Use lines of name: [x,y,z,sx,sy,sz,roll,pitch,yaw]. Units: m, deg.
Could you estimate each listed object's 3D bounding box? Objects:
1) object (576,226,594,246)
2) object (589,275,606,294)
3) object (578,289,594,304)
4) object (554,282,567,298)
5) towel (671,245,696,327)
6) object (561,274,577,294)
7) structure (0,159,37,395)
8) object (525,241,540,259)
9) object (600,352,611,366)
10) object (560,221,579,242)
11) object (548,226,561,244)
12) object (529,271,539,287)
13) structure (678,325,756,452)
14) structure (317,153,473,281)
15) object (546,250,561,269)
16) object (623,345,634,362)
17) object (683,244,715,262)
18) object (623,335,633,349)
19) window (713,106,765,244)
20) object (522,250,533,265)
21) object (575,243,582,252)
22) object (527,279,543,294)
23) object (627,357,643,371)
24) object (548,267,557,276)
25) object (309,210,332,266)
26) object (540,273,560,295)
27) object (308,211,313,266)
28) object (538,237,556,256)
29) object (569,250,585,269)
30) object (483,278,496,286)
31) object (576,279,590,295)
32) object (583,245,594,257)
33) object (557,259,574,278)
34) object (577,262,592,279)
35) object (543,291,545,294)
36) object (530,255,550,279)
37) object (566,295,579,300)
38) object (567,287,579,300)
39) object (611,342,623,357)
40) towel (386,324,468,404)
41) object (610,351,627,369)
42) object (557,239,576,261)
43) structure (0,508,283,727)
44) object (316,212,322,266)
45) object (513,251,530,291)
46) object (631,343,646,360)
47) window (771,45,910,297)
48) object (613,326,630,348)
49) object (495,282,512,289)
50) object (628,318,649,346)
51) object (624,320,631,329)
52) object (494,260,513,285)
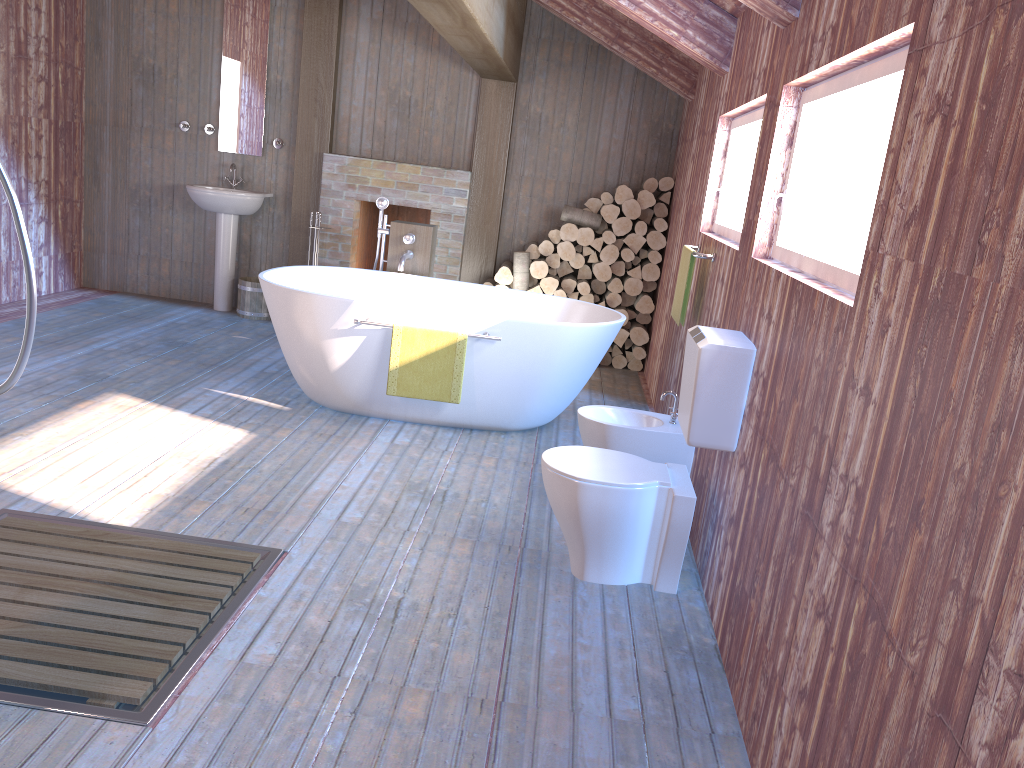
object: [0.543,-1.116,6.598,0.138,0.147,0.440,8,14,3]
object: [0.652,-0.764,6.770,0.116,0.118,0.289,7,14,0]
object: [0.560,-0.650,6.706,0.111,0.113,0.301,8,14,1]
object: [0.361,-0.693,6.702,0.098,0.100,0.437,7,14,1]
towel: [0.833,-0.481,4.306,0.032,0.361,0.370,8,14,3]
object: [0.431,-0.759,6.690,0.114,0.120,0.303,8,14,3]
structure: [-1.197,-0.307,1.795,0.328,2.209,0.522,13,15,23]
object: [0.159,-1.011,6.690,0.114,0.113,0.301,7,14,0]
object: [0.707,-0.229,6.893,0.116,0.118,0.289,7,14,0]
object: [0.431,-1.145,6.600,0.135,0.145,0.439,8,14,3]
object: [0.330,-1.113,6.619,0.106,0.112,0.282,8,14,3]
object: [0.146,-0.821,6.788,0.121,0.124,0.291,8,14,3]
structure: [0.684,0.005,3.043,0.182,0.363,0.358,8,14,3]
structure: [-0.937,-1.050,6.902,1.130,1.330,0.226,8,14,2]
object: [0.311,-0.940,6.662,0.111,0.113,0.301,8,14,2]
object: [0.897,-0.235,6.827,0.085,0.086,0.278,7,14,0]
object: [0.888,-0.636,4.261,0.091,0.043,0.581,8,14,3]
object: [0.885,-0.329,6.805,0.085,0.091,0.280,8,14,1]
window: [1.051,-0.924,3.952,0.054,0.587,1.255,8,14,3]
object: [0.106,-0.952,6.778,0.108,0.113,0.302,8,14,3]
object: [0.496,-1.018,6.604,0.057,0.061,0.156,8,14,2]
object: [0.158,-0.701,6.745,0.155,0.174,0.483,7,14,1]
object: [0.938,-0.185,6.841,0.114,0.113,0.301,7,14,0]
object: [0.308,-0.860,6.681,0.064,0.068,0.174,8,14,2]
object: [-1.525,-0.876,6.739,0.333,0.888,0.276,-6,19,-44]
object: [0.289,-0.773,6.709,0.139,0.148,0.458,8,14,3]
object: [-1.598,-0.884,6.689,0.136,0.846,0.062,3,14,-16]
object: [0.264,-1.030,6.628,0.115,0.123,0.291,8,14,3]
object: [0.490,-0.937,6.636,0.115,0.123,0.291,8,14,3]
object: [-0.165,-0.747,6.786,0.101,0.103,0.242,8,14,3]
object: [0.533,-0.747,6.680,0.098,0.100,0.437,7,14,1]
object: [0.571,-1.002,6.618,0.088,0.092,0.280,8,14,3]
object: [0.411,-0.896,6.755,0.128,0.150,0.323,8,14,3]
object: [0.557,-0.862,6.755,0.104,0.127,0.321,8,14,3]
object: [0.269,-0.646,6.720,0.088,0.092,0.280,8,14,3]
object: [0.214,-0.887,6.673,0.138,0.147,0.440,8,14,3]
object: [0.458,-0.616,6.817,0.121,0.124,0.291,8,14,3]
object: [0.453,-0.680,6.706,0.086,0.089,0.279,7,14,0]
object: [0.804,-0.282,6.818,0.084,0.105,0.280,8,14,1]
towel: [-0.419,-0.098,4.367,0.370,0.361,0.032,7,14,-1]
object: [0.816,-0.197,6.834,0.116,0.117,0.289,7,14,0]
object: [0.401,-1.013,6.627,0.141,0.143,0.437,7,14,1]
structure: [-1.315,0.641,2.584,1.000,0.067,1.000,8,14,2]
object: [-1.455,-0.849,6.674,0.126,0.871,0.206,-6,19,-43]
object: [0.067,-0.825,6.521,0.147,0.298,0.109,9,14,5]
object: [0.960,-0.279,6.761,0.102,0.109,0.438,8,14,3]
window: [0.916,-0.576,2.451,0.054,0.587,1.255,8,14,3]
object: [0.795,-0.390,6.777,0.169,0.152,0.481,8,14,2]
object: [-0.070,-0.717,6.732,0.137,0.133,0.437,7,14,1]
object: [0.955,-0.404,6.736,0.147,0.152,0.439,8,14,3]
object: [0.866,-0.461,6.713,0.057,0.061,0.156,8,14,2]
object: [-0.048,-0.845,6.712,0.139,0.137,0.455,7,14,1]
